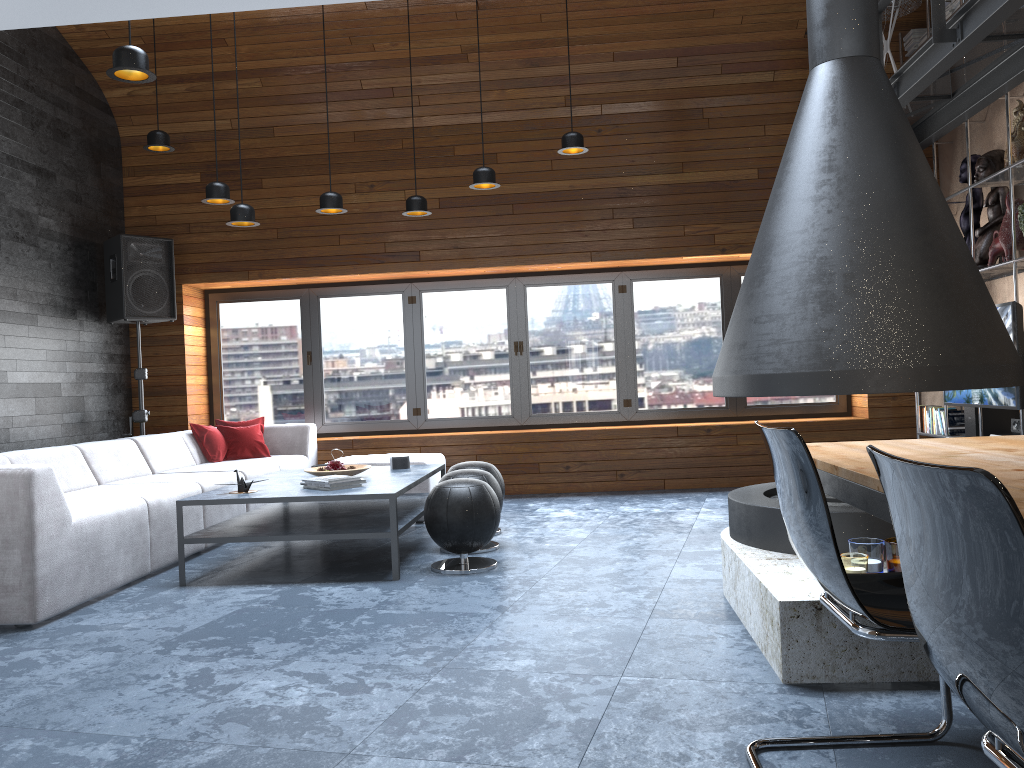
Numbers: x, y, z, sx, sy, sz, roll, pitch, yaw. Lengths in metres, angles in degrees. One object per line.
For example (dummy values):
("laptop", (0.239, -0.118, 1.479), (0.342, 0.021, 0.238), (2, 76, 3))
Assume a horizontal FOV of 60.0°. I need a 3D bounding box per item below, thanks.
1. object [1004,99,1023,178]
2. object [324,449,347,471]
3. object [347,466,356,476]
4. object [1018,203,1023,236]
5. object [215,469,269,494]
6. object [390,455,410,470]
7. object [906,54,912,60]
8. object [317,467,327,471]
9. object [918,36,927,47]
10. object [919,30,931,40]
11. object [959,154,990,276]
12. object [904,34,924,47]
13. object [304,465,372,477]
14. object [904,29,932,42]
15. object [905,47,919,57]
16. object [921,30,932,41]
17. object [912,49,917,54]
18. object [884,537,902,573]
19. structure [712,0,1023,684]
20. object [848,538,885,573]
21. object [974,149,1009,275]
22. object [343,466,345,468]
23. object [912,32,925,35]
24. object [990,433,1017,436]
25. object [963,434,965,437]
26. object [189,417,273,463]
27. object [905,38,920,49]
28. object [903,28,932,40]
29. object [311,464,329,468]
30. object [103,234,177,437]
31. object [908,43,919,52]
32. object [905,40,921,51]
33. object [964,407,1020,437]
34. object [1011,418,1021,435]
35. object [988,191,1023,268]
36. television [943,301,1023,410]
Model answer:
("object", (3.218, -1.554, 5.621), (0.207, 0.442, 0.328), (-2, 0, -2))
("object", (-1.056, 0.471, 5.294), (0.118, 0.172, 0.105), (-2, 0, -33))
("object", (-0.945, 0.513, 5.230), (0.061, 0.061, 0.063), (-3, 0, 4))
("object", (3.123, -0.933, 5.218), (0.255, 0.356, 0.167), (-3, 0, 24))
("object", (-1.428, 0.518, 4.713), (0.250, 0.117, 0.240), (-3, 0, 13))
("object", (-0.725, 0.507, 5.735), (0.126, 0.081, 0.126), (-2, 0, -23))
("object", (3.230, -2.559, 6.929), (0.234, 0.025, 0.176), (-3, 0, 5))
("object", (-1.125, 0.521, 5.225), (0.064, 0.062, 0.061), (-3, 0, 36))
("object", (3.221, -2.584, 6.664), (0.262, 0.025, 0.176), (-3, 0, 5))
("object", (3.201, -2.630, 6.675), (0.203, 0.013, 0.161), (-3, 0, 5))
("object", (3.272, -1.205, 6.360), (0.244, 0.879, 0.244), (-3, 0, 33))
("object", (3.218, -2.684, 6.916), (0.252, 0.028, 0.180), (-3, 0, 5))
("object", (-1.036, 0.530, 5.283), (0.395, 0.061, 0.395), (-2, 0, -3))
("object", (3.220, -2.727, 6.932), (0.246, 0.016, 0.182), (-3, 0, 5))
("object", (3.227, -2.602, 6.930), (0.243, 0.012, 0.159), (-3, 0, 5))
("object", (3.223, -2.616, 6.649), (0.228, 0.016, 0.182), (-3, 0, 5))
("object", (3.243, -2.591, 6.938), (0.218, 0.013, 0.161), (-3, 0, 5))
("object", (1.298, 0.578, 2.945), (0.114, 0.117, 0.114), (-2, 0, -10))
("structure", (1.350, -1.969, 3.483), (1.197, 5.700, 1.689), (-3, 0, 5))
("object", (1.187, 0.582, 2.966), (0.114, 0.117, 0.114), (-2, 0, -10))
("object", (3.273, -1.183, 6.091), (0.305, 0.840, 0.237), (-3, 0, 7))
("object", (-1.041, 0.517, 5.371), (0.062, 0.062, 0.060), (-2, 0, -35))
("object", (3.229, -2.709, 6.931), (0.233, 0.021, 0.174), (-3, 0, 5))
("object", (3.278, 0.353, 5.644), (0.325, 0.058, 0.360), (-3, 0, 5))
("object", (3.294, 0.113, 6.347), (0.112, 0.533, 0.112), (-3, 0, 5))
("object", (-2.240, 0.460, 7.231), (0.528, 0.354, 0.742), (-3, 0, 4))
("object", (3.222, -2.662, 6.915), (0.246, 0.016, 0.182), (-3, 0, 5))
("object", (3.221, -2.743, 6.943), (0.246, 0.016, 0.182), (-3, 0, 5))
("object", (-1.236, 0.551, 5.807), (0.160, 0.040, 0.160), (-2, 0, -18))
("object", (-3.133, -0.060, 7.328), (0.686, 2.298, 0.639), (-3, 0, 43))
("object", (3.237, -2.630, 6.927), (0.224, 0.017, 0.167), (-3, 0, 5))
("object", (3.223, -2.646, 6.914), (0.246, 0.016, 0.182), (-3, 0, 5))
("object", (3.331, 0.229, 6.110), (0.343, 0.303, 0.175), (-3, 0, 5))
("object", (3.269, 0.274, 5.645), (0.080, 0.101, 0.223), (-3, 0, 5))
("object", (3.168, -0.977, 5.622), (0.219, 0.441, 0.462), (-3, 0, 4))
("television", (3.031, -0.169, 5.698), (0.115, 0.638, 1.075), (-3, 0, 5))
